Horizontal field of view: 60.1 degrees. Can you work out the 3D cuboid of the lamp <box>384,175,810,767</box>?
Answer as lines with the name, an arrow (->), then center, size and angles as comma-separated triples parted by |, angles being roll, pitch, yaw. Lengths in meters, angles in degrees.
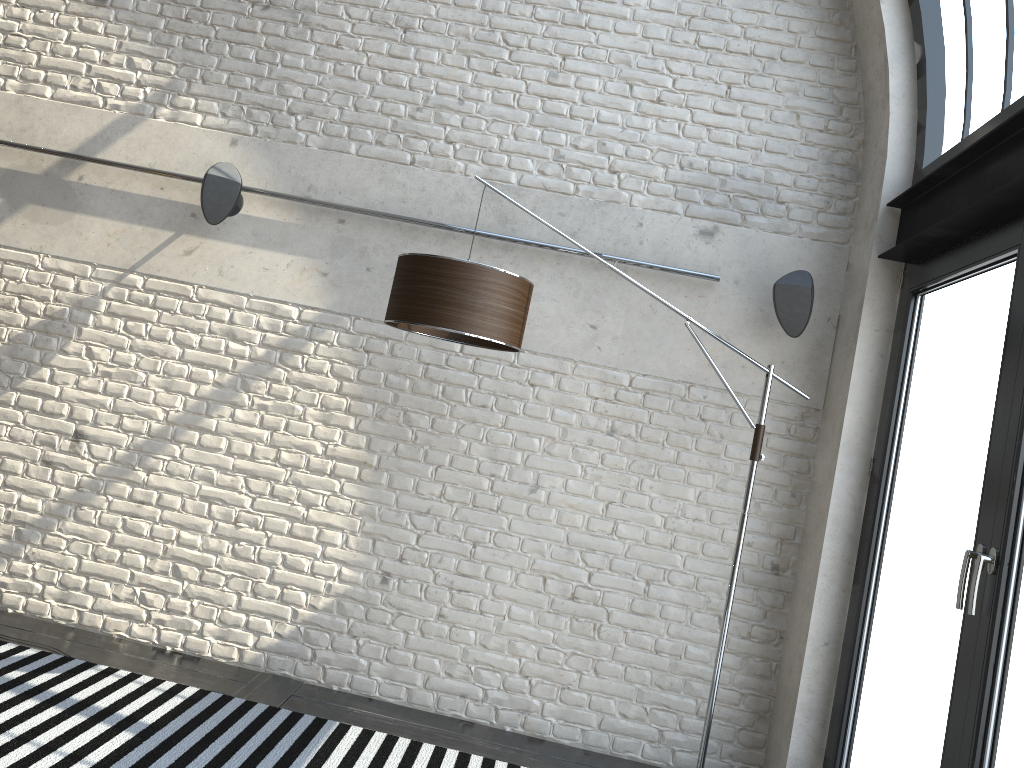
lamp -> 0.283, 0.434, 3.582 | 1.841, 2.341, 0.554 | 12, -5, -9

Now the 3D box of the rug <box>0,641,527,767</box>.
rug -> -1.408, 1.217, 2.064 | 3.497, 0.004, 3.384 | 12, -2, 5

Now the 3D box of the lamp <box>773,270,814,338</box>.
lamp -> 1.286, -0.363, 4.025 | 0.178, 0.308, 0.355 | 10, -4, 23

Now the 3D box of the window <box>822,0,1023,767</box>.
window -> 0.306, -1.246, 1.864 | 2.870, 5.523, 4.257 | 11, -4, 4

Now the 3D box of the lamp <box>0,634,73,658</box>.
lamp -> -2.181, 0.297, 3.770 | 1.576, 1.627, 0.624 | 10, -5, 18

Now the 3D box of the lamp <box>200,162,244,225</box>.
lamp -> -1.388, -0.909, 4.256 | 0.177, 0.308, 0.357 | 13, -4, -14
